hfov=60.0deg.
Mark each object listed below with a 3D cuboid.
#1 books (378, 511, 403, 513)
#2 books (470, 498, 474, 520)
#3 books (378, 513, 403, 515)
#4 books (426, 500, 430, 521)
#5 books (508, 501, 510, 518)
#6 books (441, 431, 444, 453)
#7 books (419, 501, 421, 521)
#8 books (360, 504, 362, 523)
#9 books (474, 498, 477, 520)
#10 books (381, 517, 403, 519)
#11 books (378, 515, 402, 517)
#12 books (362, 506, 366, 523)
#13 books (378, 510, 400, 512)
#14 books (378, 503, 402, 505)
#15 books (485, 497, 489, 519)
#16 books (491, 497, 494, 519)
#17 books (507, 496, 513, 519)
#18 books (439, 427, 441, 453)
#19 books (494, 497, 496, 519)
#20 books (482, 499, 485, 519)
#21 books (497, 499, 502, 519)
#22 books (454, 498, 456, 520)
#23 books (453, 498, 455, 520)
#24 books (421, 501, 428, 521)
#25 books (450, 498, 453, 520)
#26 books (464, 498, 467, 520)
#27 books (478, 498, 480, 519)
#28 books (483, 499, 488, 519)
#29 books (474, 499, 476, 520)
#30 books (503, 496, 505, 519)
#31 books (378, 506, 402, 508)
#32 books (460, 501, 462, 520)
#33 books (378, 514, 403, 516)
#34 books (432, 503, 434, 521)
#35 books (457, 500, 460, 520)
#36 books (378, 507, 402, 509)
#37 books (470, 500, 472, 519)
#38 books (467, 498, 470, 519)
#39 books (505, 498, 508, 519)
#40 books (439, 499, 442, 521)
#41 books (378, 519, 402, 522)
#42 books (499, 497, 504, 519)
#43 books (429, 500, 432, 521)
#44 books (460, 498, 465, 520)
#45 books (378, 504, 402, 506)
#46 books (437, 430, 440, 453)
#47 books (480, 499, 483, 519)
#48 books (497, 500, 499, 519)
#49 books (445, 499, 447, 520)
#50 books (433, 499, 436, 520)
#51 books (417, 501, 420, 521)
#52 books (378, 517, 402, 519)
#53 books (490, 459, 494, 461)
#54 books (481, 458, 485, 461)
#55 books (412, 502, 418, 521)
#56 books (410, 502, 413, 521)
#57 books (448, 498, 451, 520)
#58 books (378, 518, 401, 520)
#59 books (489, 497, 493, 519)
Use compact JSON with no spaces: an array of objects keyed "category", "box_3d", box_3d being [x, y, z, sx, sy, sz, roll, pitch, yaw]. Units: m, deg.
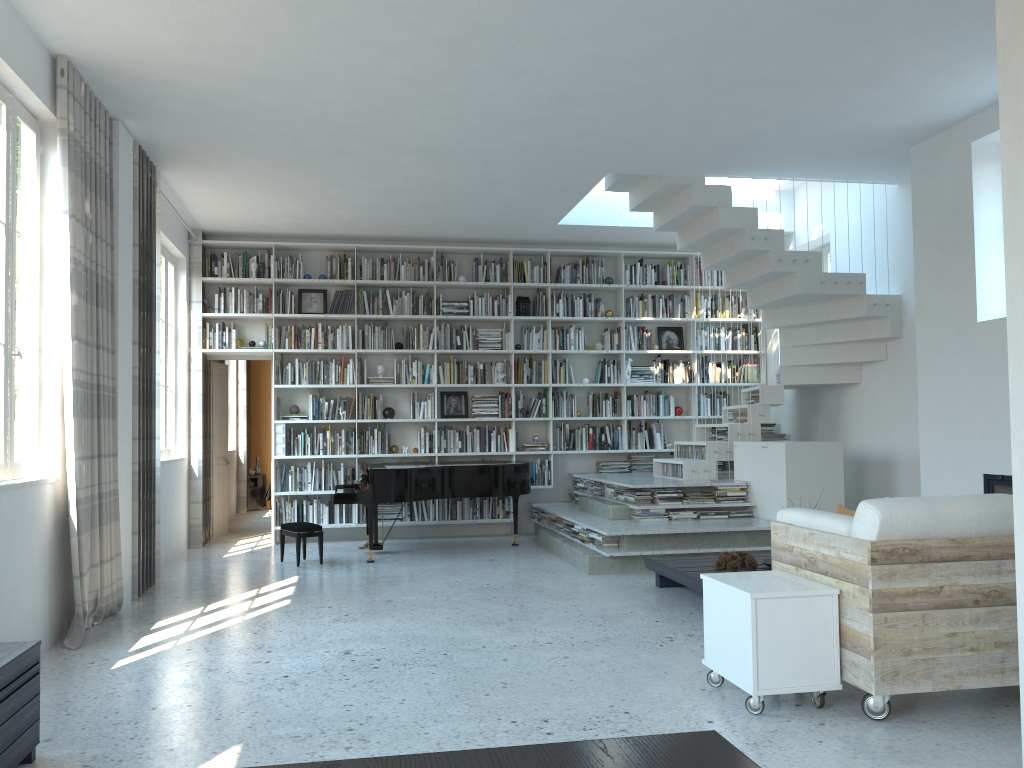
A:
[{"category":"books","box_3d":[-1.322,1.365,9.505,0.285,0.007,0.159,0,-3,-11]},{"category":"books","box_3d":[-0.437,1.325,9.653,0.013,0.285,0.185,0,-3,-11]},{"category":"books","box_3d":[-1.319,1.385,9.492,0.285,0.007,0.159,0,-3,-16]},{"category":"books","box_3d":[-0.910,1.341,9.585,0.025,0.259,0.132,0,-2,-11]},{"category":"books","box_3d":[-0.051,1.376,9.730,0.023,0.181,0.149,0,-3,-11]},{"category":"books","box_3d":[-0.762,0.630,9.619,0.027,0.234,0.167,0,-3,-11]},{"category":"books","box_3d":[-0.996,1.332,9.542,0.012,0.274,0.180,0,-3,-11]},{"category":"books","box_3d":[-1.610,1.374,9.450,0.025,0.198,0.160,0,-3,-11]},{"category":"books","box_3d":[-0.402,1.299,9.656,0.014,0.335,0.183,0,-2,-11]},{"category":"books","box_3d":[-1.321,1.433,9.493,0.285,0.007,0.159,0,-3,-15]},{"category":"books","box_3d":[-1.320,1.406,9.494,0.254,0.007,0.161,0,-3,-15]},{"category":"books","box_3d":[-1.570,1.380,9.450,0.053,0.184,0.148,0,-3,-11]},{"category":"books","box_3d":[-1.324,1.353,9.500,0.285,0.005,0.159,0,-3,-13]},{"category":"books","box_3d":[-1.320,1.282,9.497,0.285,0.005,0.159,0,-3,-6]},{"category":"books","box_3d":[-0.274,1.320,9.679,0.011,0.292,0.184,0,-3,-11]},{"category":"books","box_3d":[-0.218,1.308,9.684,0.013,0.317,0.186,0,-3,-11]},{"category":"books","box_3d":[-0.009,1.328,9.670,0.038,0.269,0.277,0,-3,-11]},{"category":"books","box_3d":[-0.783,0.610,9.627,0.011,0.275,0.146,0,-2,-11]},{"category":"books","box_3d":[-0.202,1.348,9.709,0.028,0.238,0.140,0,-3,-11]},{"category":"books","box_3d":[-0.312,1.364,9.664,0.010,0.206,0.180,0,-3,-11]},{"category":"books","box_3d":[-0.139,1.364,9.705,0.022,0.205,0.191,0,-3,-11]},{"category":"books","box_3d":[-0.628,1.331,9.636,0.012,0.276,0.154,0,-3,-11]},{"category":"books","box_3d":[-0.638,1.350,9.629,0.012,0.238,0.128,0,-2,-11]},{"category":"books","box_3d":[-0.956,1.332,9.563,0.073,0.275,0.181,0,-3,-11]},{"category":"books","box_3d":[-0.656,1.346,9.629,0.022,0.246,0.144,0,-3,-11]},{"category":"books","box_3d":[-0.513,1.351,9.654,0.030,0.234,0.138,0,-3,-11]},{"category":"books","box_3d":[-0.372,1.337,9.678,0.024,0.262,0.131,0,-2,-11]},{"category":"books","box_3d":[-0.293,1.362,9.672,0.029,0.210,0.170,0,-3,-11]},{"category":"books","box_3d":[-0.420,1.361,9.659,0.022,0.212,0.167,0,-3,-11]},{"category":"books","box_3d":[-0.096,1.338,9.717,0.013,0.256,0.176,0,-3,-11]},{"category":"books","box_3d":[-1.320,1.310,9.496,0.254,0.006,0.161,0,-3,-16]},{"category":"books","box_3d":[-0.569,1.371,9.651,0.030,0.196,0.143,0,-3,-11]},{"category":"books","box_3d":[-1.320,1.399,9.494,0.285,0.007,0.159,0,-3,-15]},{"category":"books","box_3d":[-0.859,1.380,9.578,0.024,0.179,0.171,0,-3,-11]},{"category":"books","box_3d":[-0.592,1.365,9.617,0.028,0.206,0.175,0,-3,-11]},{"category":"books","box_3d":[-1.323,1.326,9.497,0.285,0.005,0.159,0,-3,-15]},{"category":"books","box_3d":[-0.457,1.367,9.661,0.024,0.203,0.144,0,-3,-11]},{"category":"books","box_3d":[-0.484,1.338,9.659,0.028,0.261,0.132,0,-2,-11]},{"category":"books","box_3d":[-0.074,1.357,9.714,0.029,0.217,0.191,0,-3,-11]},{"category":"books","box_3d":[-0.782,1.341,9.585,0.026,0.256,0.183,0,-3,-11]},{"category":"books","box_3d":[-1.322,1.461,9.501,0.285,0.007,0.159,0,-3,-11]},{"category":"books","box_3d":[-0.117,1.353,9.721,0.028,0.227,0.162,0,-3,-11]},{"category":"books","box_3d":[-0.880,1.339,9.559,0.024,0.260,0.189,0,-3,-11]},{"category":"books","box_3d":[-0.540,1.322,9.647,0.026,0.294,0.155,0,-2,-11]},{"category":"books","box_3d":[-1.323,1.294,9.508,0.285,0.005,0.159,0,-3,-11]},{"category":"books","box_3d":[-0.804,0.626,9.630,0.029,0.244,0.154,0,-3,-11]},{"category":"books","box_3d":[-0.342,1.362,9.691,0.040,0.212,0.129,0,-3,-11]},{"category":"books","box_3d":[-0.164,1.371,9.710,0.024,0.191,0.155,0,-3,-11]},{"category":"books","box_3d":[-0.724,1.338,9.616,0.025,0.263,0.145,0,-2,-11]},{"category":"books","box_3d":[-0.841,1.352,9.602,0.021,0.237,0.115,0,-2,-11]},{"category":"books","box_3d":[-1.008,1.354,9.547,0.011,0.232,0.174,0,-3,-11]},{"category":"books","box_3d":[-1.318,1.427,9.491,0.285,0.007,0.159,0,-3,-6]},{"category":"books","box_3d":[-0.220,0.968,9.651,0.015,0.293,0.169,0,-3,-11]},{"category":"books","box_3d":[-0.310,0.963,9.630,0.013,0.303,0.181,0,-3,-11]},{"category":"books","box_3d":[-1.045,1.344,9.543,0.062,0.253,0.178,0,-3,-11]},{"category":"books","box_3d":[-1.090,1.352,9.545,0.028,0.238,0.136,0,-3,-11]},{"category":"books","box_3d":[-0.682,1.313,9.615,0.034,0.311,0.170,0,-2,-11]},{"category":"books","box_3d":[-1.322,1.441,9.499,0.254,0.007,0.161,0,-3,-10]},{"category":"books","box_3d":[-0.245,1.341,9.673,0.044,0.251,0.187,0,-3,-11]}]
